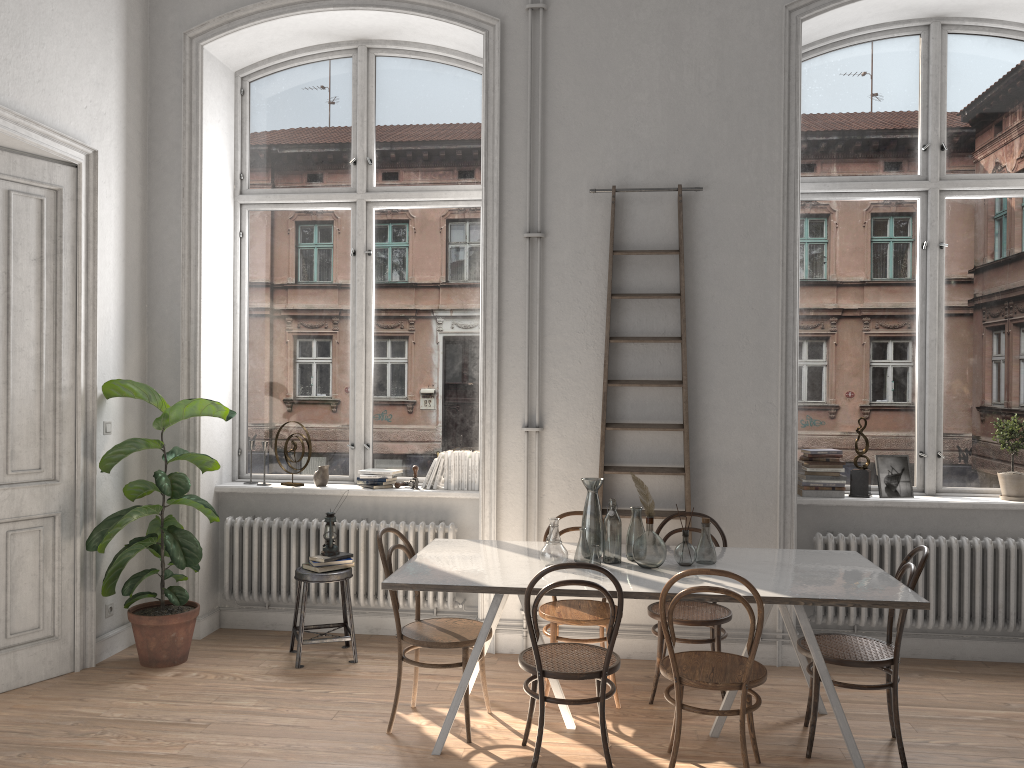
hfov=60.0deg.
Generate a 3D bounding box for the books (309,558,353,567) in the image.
[{"bbox_3d":[-1.078,1.052,5.276,0.232,0.029,0.162,1,0,-22],"label":"books"}]

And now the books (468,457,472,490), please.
[{"bbox_3d":[-0.262,0.577,5.742,0.020,0.205,0.155,1,0,7],"label":"books"}]

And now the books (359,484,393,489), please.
[{"bbox_3d":[-0.890,0.664,5.806,0.147,0.023,0.221,1,0,-34],"label":"books"}]

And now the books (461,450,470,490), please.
[{"bbox_3d":[-0.303,0.558,5.767,0.024,0.243,0.175,1,0,7],"label":"books"}]

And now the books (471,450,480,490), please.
[{"bbox_3d":[-0.236,0.559,5.759,0.024,0.243,0.175,1,0,7],"label":"books"}]

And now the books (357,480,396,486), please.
[{"bbox_3d":[-0.884,0.641,5.802,0.205,0.022,0.155,0,0,27],"label":"books"}]

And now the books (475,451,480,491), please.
[{"bbox_3d":[-0.214,0.559,5.737,0.024,0.243,0.175,1,0,7],"label":"books"}]

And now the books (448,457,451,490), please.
[{"bbox_3d":[-0.390,0.576,5.757,0.020,0.205,0.155,1,0,7],"label":"books"}]

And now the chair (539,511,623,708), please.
[{"bbox_3d":[0.363,1.167,4.684,0.438,0.920,0.549,1,0,5],"label":"chair"}]

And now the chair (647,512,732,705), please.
[{"bbox_3d":[0.942,1.172,4.694,0.438,0.920,0.549,1,0,14],"label":"chair"}]

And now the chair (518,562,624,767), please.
[{"bbox_3d":[0.244,1.163,3.752,0.438,0.920,0.549,1,0,2],"label":"chair"}]

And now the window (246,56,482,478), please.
[{"bbox_3d":[-1.008,-0.794,5.990,1.622,2.843,0.013,1,0,7],"label":"window"}]

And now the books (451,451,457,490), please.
[{"bbox_3d":[-0.369,0.557,5.744,0.024,0.243,0.175,1,0,7],"label":"books"}]

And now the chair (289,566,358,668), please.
[{"bbox_3d":[-1.113,1.352,5.245,0.364,0.523,0.360,0,0,-20],"label":"chair"}]

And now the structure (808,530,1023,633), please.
[{"bbox_3d":[2.539,1.165,5.235,1.577,0.552,0.194,0,0,7],"label":"structure"}]

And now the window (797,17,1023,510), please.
[{"bbox_3d":[9.268,-5.046,7.746,14.385,15.936,26.397,1,0,7],"label":"window"}]

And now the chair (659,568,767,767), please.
[{"bbox_3d":[0.821,1.167,3.646,0.438,0.920,0.549,1,0,18],"label":"chair"}]

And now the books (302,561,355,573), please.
[{"bbox_3d":[-1.090,1.078,5.274,0.246,0.034,0.194,1,0,-43],"label":"books"}]

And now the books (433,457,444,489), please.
[{"bbox_3d":[-0.463,0.576,5.766,0.072,0.203,0.155,1,0,7],"label":"books"}]

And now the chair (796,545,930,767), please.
[{"bbox_3d":[1.566,1.175,3.982,0.549,0.920,0.438,1,0,19],"label":"chair"}]

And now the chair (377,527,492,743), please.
[{"bbox_3d":[-0.366,1.159,4.238,0.549,0.920,0.438,1,0,15],"label":"chair"}]

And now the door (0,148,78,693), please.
[{"bbox_3d":[-2.686,0.189,4.492,0.216,2.814,1.097,1,0,32],"label":"door"}]

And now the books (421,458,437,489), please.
[{"bbox_3d":[-0.527,0.579,5.777,0.105,0.194,0.155,1,0,6],"label":"books"}]

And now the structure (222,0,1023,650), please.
[{"bbox_3d":[0.715,-0.605,5.373,5.182,4.474,0.340,1,0,7],"label":"structure"}]

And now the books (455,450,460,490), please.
[{"bbox_3d":[-0.346,0.558,5.750,0.019,0.244,0.174,1,0,7],"label":"books"}]

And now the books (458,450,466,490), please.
[{"bbox_3d":[-0.324,0.558,5.765,0.019,0.244,0.174,1,0,7],"label":"books"}]

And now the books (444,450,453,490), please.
[{"bbox_3d":[-0.413,0.557,5.781,0.024,0.243,0.175,1,0,7],"label":"books"}]

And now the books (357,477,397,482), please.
[{"bbox_3d":[-0.882,0.619,5.800,0.221,0.023,0.147,0,0,23],"label":"books"}]

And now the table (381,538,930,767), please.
[{"bbox_3d":[0.605,1.236,4.144,2.200,0.780,1.100,0,0,7],"label":"table"}]

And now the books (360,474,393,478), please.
[{"bbox_3d":[-0.881,0.598,5.788,0.205,0.020,0.155,1,0,-3],"label":"books"}]

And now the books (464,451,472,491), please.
[{"bbox_3d":[-0.284,0.558,5.743,0.019,0.244,0.174,1,0,7],"label":"books"}]

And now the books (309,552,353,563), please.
[{"bbox_3d":[-1.076,1.029,5.276,0.147,0.027,0.221,0,0,39],"label":"books"}]

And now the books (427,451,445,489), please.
[{"bbox_3d":[-0.488,0.560,5.768,0.100,0.235,0.174,1,0,7],"label":"books"}]
